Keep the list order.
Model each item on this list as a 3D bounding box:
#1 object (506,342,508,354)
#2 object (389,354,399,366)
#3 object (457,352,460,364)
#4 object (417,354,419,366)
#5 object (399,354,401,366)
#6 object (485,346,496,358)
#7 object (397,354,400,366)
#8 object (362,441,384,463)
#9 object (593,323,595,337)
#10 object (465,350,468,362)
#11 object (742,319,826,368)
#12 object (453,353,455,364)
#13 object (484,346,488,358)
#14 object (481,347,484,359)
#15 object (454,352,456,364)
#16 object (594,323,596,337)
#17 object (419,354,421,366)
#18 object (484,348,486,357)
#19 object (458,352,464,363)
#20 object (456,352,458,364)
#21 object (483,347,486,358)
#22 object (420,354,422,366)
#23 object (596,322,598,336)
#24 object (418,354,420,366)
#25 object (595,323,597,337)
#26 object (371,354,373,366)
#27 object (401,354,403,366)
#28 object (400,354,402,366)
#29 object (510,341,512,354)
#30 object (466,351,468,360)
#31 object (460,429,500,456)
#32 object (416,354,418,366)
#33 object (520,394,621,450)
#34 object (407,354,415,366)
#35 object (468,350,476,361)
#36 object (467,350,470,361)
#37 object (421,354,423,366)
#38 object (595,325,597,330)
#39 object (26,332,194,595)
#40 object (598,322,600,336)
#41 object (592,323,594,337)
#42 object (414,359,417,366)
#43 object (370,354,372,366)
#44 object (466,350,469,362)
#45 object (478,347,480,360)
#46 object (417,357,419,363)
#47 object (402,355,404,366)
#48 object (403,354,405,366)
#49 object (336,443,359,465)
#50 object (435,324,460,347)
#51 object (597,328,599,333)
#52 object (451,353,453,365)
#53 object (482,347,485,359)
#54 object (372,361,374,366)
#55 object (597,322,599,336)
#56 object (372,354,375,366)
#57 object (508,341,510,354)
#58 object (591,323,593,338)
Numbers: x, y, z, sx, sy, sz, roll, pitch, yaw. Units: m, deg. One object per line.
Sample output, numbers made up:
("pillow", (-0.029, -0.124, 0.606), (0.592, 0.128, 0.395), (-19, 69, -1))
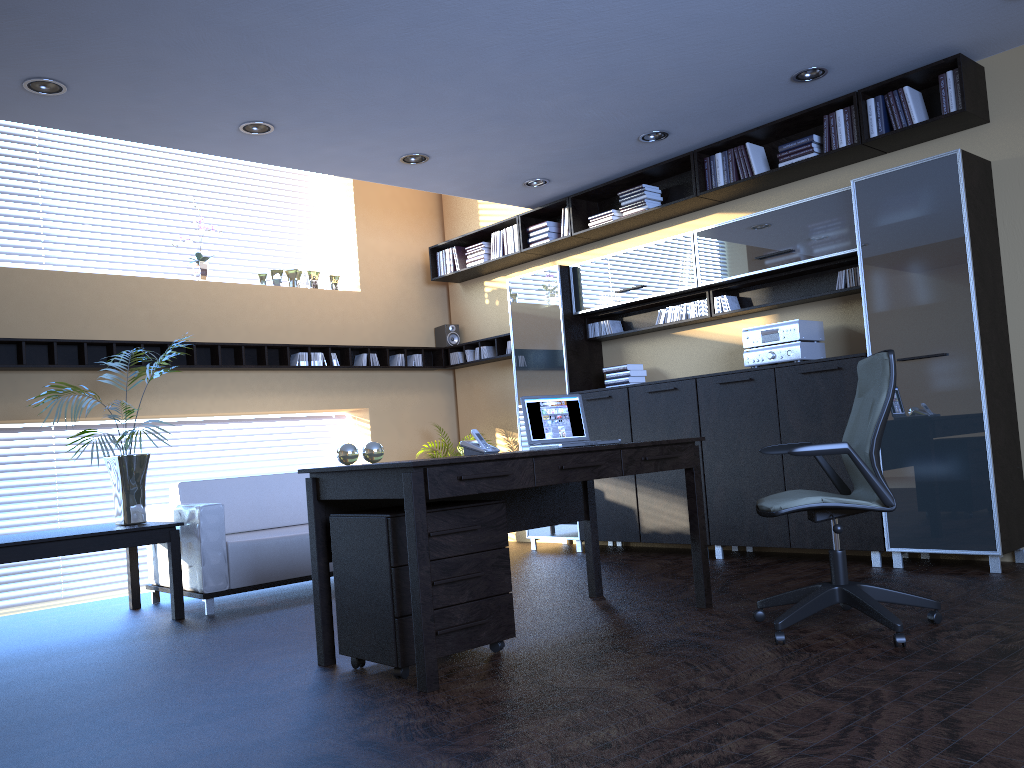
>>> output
("object", (0.008, -0.339, 8.358), (0.142, 0.118, 0.040), (-1, -4, -42))
("object", (-1.161, -0.225, 8.692), (0.040, 0.118, 0.142), (-2, -4, -42))
("object", (-0.491, -0.263, 8.913), (0.142, 0.120, 0.009), (-1, -4, -42))
("object", (-0.979, -0.229, 8.844), (0.006, 0.118, 0.140), (-2, -4, -42))
("object", (-1.139, -0.226, 8.705), (0.026, 0.117, 0.140), (-2, -4, -42))
("object", (-0.192, -0.308, 8.579), (0.142, 0.118, 0.040), (-1, -4, -42))
("object", (-1.151, -0.226, 8.703), (0.030, 0.120, 0.142), (-2, -4, -43))
("object", (-0.662, 0.325, 4.224), (0.105, 0.105, 0.105), (-3, -4, -23))
("object", (0.742, -0.456, 7.538), (0.140, 0.118, 0.006), (-1, -4, -42))
("object", (-0.399, -0.277, 8.810), (0.142, 0.120, 0.030), (-1, -4, -42))
("object", (1.859, -0.266, 6.082), (0.363, 0.281, 0.431), (-1, -5, -42))
("object", (-0.532, -0.256, 8.958), (0.142, 0.120, 0.009), (-1, -4, -42))
("object", (-0.202, -0.307, 8.591), (0.142, 0.120, 0.030), (-1, -4, -42))
("object", (-0.236, -0.302, 8.629), (0.142, 0.120, 0.009), (-1, -4, -42))
("object", (-0.519, -0.258, 8.943), (0.142, 0.120, 0.009), (-1, -4, -42))
("object", (0.754, -0.458, 7.523), (0.142, 0.120, 0.009), (-1, -4, -42))
("object", (-0.957, -0.230, 8.866), (0.009, 0.120, 0.142), (-2, -4, -42))
("object", (-0.209, -0.306, 8.598), (0.142, 0.120, 0.030), (-1, -4, -42))
("object", (-0.475, -0.264, 8.895), (0.142, 0.118, 0.040), (-1, -4, -42))
("object", (-0.498, -0.262, 8.920), (0.142, 0.120, 0.009), (-1, -4, -42))
("object", (-0.215, -0.305, 8.606), (0.142, 0.120, 0.030), (-1, -4, -42))
("object", (-0.949, -0.230, 8.872), (0.009, 0.120, 0.142), (-2, -4, -42))
("object", (0.767, -0.460, 7.506), (0.140, 0.118, 0.006), (-1, -4, -42))
("object", (-0.972, -0.229, 8.852), (0.009, 0.120, 0.142), (-2, -4, -42))
("object", (0.761, -0.459, 7.515), (0.140, 0.118, 0.006), (-1, -4, -42))
("object", (-1.382, -0.223, 8.490), (0.009, 0.120, 0.142), (-2, -4, -42))
("object", (-1.123, -0.227, 8.719), (0.030, 0.120, 0.142), (-2, -4, -42))
("object", (-1.133, -0.226, 8.714), (0.030, 0.120, 0.142), (-2, -4, -42))
("object", (0.038, -0.345, 8.324), (0.142, 0.120, 0.030), (-1, -4, -42))
("object", (-0.392, -0.278, 8.802), (0.142, 0.120, 0.030), (-1, -4, -42))
("object", (-0.157, 0.280, 4.310), (0.146, 0.126, 0.130), (-7, -4, 33))
("object", (-0.989, -0.229, 8.840), (0.009, 0.120, 0.142), (-2, -4, -42))
("object", (0.301, 0.183, 4.565), (0.390, 0.282, 0.323), (-2, -4, -32))
("object", (-1.015, -0.227, 8.817), (0.040, 0.118, 0.142), (-2, -4, -42))
("object", (-0.368, -0.280, 8.776), (0.142, 0.118, 0.040), (-1, -4, -42))
("object", (-0.378, -0.280, 8.787), (0.142, 0.120, 0.030), (-1, -4, -42))
("object", (-0.946, -0.229, 8.884), (0.009, 0.120, 0.142), (-2, -4, -42))
("object", (0.762, -0.459, 7.516), (0.142, 0.120, 0.009), (-1, -4, -42))
("object", (-2.772, 0.652, 6.338), (1.039, 1.857, 1.899), (-3, -3, -22))
("object", (0.784, -0.462, 7.496), (0.142, 0.120, 0.009), (-1, -4, -42))
("object", (0.738, -0.454, 7.549), (0.142, 0.120, 0.009), (-1, -4, -42))
("object", (-1.000, -0.228, 8.838), (0.009, 0.120, 0.142), (-2, -4, -42))
("object", (-1.389, -0.223, 8.483), (0.006, 0.118, 0.140), (-2, -4, -43))
("object", (-0.385, -0.279, 8.794), (0.142, 0.120, 0.030), (-1, -4, -42))
("object", (-0.273, -0.296, 8.670), (0.142, 0.120, 0.030), (-1, -4, -42))
("object", (-0.980, -0.229, 8.846), (0.009, 0.120, 0.142), (-2, -4, -42))
("object", (-1.110, -0.227, 8.735), (0.009, 0.120, 0.142), (-2, -4, -42))
("object", (-1.104, -0.227, 8.744), (0.009, 0.120, 0.142), (-2, -4, -42))
("object", (-0.776, 0.331, 4.189), (0.105, 0.105, 0.105), (-3, -4, -23))
("object", (-0.661, -0.481, 9.104), (0.159, 0.229, 0.254), (-3, -4, -32))
("object", (0.774, -0.461, 7.501), (0.142, 0.120, 0.009), (-1, -4, -42))
("object", (-0.553, -0.253, 8.981), (0.142, 0.120, 0.009), (-1, -4, -42))
("object", (-0.222, -0.304, 8.614), (0.142, 0.120, 0.030), (-1, -4, -42))
("object", (-1.370, -0.222, 8.506), (0.030, 0.124, 0.142), (-2, -4, -43))
("object", (0.773, -0.461, 7.499), (0.140, 0.118, 0.006), (-1, -4, -42))
("object", (-1.366, -0.223, 8.503), (0.030, 0.120, 0.142), (-2, -4, -42))
("object", (0.025, -0.343, 8.339), (0.142, 0.120, 0.030), (-1, -4, -42))
("object", (0.727, -0.453, 7.553), (0.142, 0.120, 0.009), (-1, -4, -42))
